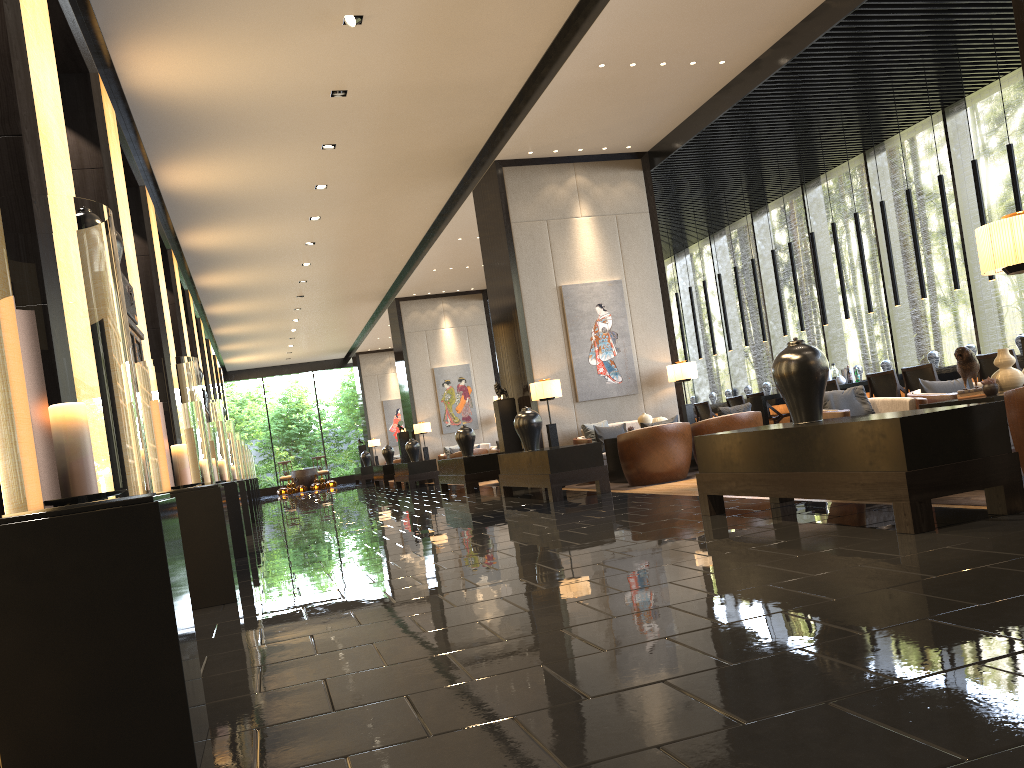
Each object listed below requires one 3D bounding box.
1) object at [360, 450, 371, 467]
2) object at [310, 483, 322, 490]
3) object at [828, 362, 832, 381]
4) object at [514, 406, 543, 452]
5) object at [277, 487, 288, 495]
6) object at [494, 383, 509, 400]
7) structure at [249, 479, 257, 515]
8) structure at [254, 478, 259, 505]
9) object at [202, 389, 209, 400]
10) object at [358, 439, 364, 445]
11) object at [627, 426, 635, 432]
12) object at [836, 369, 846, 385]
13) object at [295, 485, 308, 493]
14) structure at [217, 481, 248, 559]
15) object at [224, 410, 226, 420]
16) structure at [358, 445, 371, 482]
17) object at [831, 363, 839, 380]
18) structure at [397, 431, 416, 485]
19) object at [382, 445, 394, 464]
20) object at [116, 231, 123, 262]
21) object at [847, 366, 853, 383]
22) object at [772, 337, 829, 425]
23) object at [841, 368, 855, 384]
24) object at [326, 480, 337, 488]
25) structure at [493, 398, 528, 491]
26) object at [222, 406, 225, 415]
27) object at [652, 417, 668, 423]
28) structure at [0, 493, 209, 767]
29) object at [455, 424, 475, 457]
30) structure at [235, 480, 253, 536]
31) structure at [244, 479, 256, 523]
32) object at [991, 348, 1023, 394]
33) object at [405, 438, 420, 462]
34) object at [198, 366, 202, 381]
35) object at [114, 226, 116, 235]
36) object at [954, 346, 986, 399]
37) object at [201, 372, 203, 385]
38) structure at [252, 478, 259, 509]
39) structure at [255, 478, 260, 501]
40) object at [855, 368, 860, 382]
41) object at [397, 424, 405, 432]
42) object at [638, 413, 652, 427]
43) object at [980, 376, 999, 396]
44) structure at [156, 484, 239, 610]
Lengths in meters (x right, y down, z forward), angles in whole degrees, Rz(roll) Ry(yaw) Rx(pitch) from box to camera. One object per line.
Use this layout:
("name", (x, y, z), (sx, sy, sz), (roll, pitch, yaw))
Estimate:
("object", (-4.468, 2.273, 27.070), (0.311, 0.492, 0.311), (-8, -1, 3))
("object", (-6.280, 3.277, 28.341), (0.369, 0.229, 0.371), (-8, -3, -13))
("object", (4.308, -0.139, 12.100), (0.112, 0.344, 0.113), (-8, -1, -21))
("object", (0.185, 0.484, 9.635), (0.311, 0.492, 0.311), (-8, -1, 3))
("object", (-7.403, 3.461, 28.621), (0.370, 0.229, 0.370), (-8, -3, 2))
("object", (-0.146, 0.088, 11.664), (0.176, 0.246, 0.116), (-8, -1, -16))
("structure", (-4.944, 2.099, 16.297), (0.401, 0.657, 0.403), (-8, -1, -16))
("structure", (-6.516, 2.689, 21.951), (0.401, 0.657, 0.403), (-8, -1, -16))
("object", (-5.273, 0.290, 14.834), (0.364, 0.315, 0.608), (-8, -3, -16))
("object", (-4.949, 1.888, 28.929), (0.176, 0.246, 0.116), (-8, -1, -11))
("object", (1.384, 0.541, 10.274), (0.091, 0.112, 0.091), (-10, -2, 36))
("object", (4.445, -0.101, 12.008), (0.135, 0.217, 0.136), (-8, -1, -29))
("object", (-6.717, 3.334, 28.212), (0.370, 0.229, 0.370), (-9, -3, 7))
("structure", (-2.586, 1.215, 7.818), (0.401, 0.657, 0.403), (-8, -1, -16))
("object", (-7.749, 0.793, 23.490), (0.310, 0.492, 0.313), (-8, -1, -35))
("structure", (-4.824, 2.604, 28.934), (0.239, 1.217, 0.241), (-8, 0, -16))
("object", (4.441, -0.134, 12.182), (0.128, 0.305, 0.129), (-8, -1, -30))
("structure", (-2.419, 1.702, 20.287), (0.239, 1.217, 0.241), (-8, 0, -16))
("object", (-3.081, 1.753, 22.082), (0.311, 0.492, 0.311), (-8, -1, 3))
("object", (-3.039, -0.973, 6.556), (0.310, 0.492, 0.313), (-8, -1, -35))
("object", (4.591, -0.130, 12.054), (0.066, 0.237, 0.067), (-8, -1, -22))
("object", (1.654, -0.022, 5.056), (0.310, 0.492, 0.313), (-8, -1, -27))
("object", (4.620, -0.117, 12.177), (0.168, 0.219, 0.169), (-8, -2, -21))
("object", (-5.929, 3.268, 29.021), (0.368, 0.229, 0.371), (-6, -4, -43))
("structure", (-0.021, 0.803, 11.663), (0.239, 1.217, 0.241), (-8, 0, -16))
("object", (-7.660, 0.759, 23.170), (0.310, 0.492, 0.313), (-7, -2, -42))
("object", (1.720, 0.470, 10.336), (0.245, 0.168, 0.246), (-8, -3, -13))
("structure", (-1.026, 0.631, 2.209), (0.401, 0.657, 0.403), (-8, -1, -16))
("object", (-0.705, 0.863, 13.540), (0.310, 0.492, 0.313), (-8, -1, -35))
("structure", (-3.372, 1.510, 10.644), (0.401, 0.657, 0.403), (-8, -1, -16))
("structure", (-4.158, 1.805, 13.471), (0.401, 0.657, 0.403), (-8, -1, -16))
("object", (2.870, -0.077, 5.143), (0.174, 0.257, 0.174), (-9, -1, 4))
("object", (-2.050, 1.366, 18.374), (0.311, 0.492, 0.311), (-8, -1, 3))
("object", (-5.299, -0.126, 14.681), (0.313, 0.492, 0.310), (-9, -2, 40))
("object", (-2.950, -1.006, 6.236), (0.310, 0.492, 0.312), (-8, -1, -20))
("object", (2.712, -0.073, 5.244), (0.174, 0.309, 0.228), (-9, -2, 30))
("object", (-5.388, -0.092, 15.001), (0.310, 0.492, 0.313), (-8, -1, -35))
("structure", (-5.730, 2.394, 19.124), (0.401, 0.657, 0.403), (-8, -1, -16))
("structure", (-7.303, 2.983, 24.777), (0.401, 0.657, 0.403), (-8, -1, -16))
("object", (4.695, -0.125, 12.042), (0.056, 0.197, 0.056), (-8, 0, -14))
("object", (-2.549, 1.002, 20.295), (0.161, 0.217, 0.102), (-8, -1, -28))
("object", (1.542, 0.452, 10.228), (0.171, 0.236, 0.171), (-9, -1, 19))
("object", (2.761, 0.011, 5.111), (0.091, 0.112, 0.091), (-10, -2, 36))
("structure", (-1.812, 0.925, 5.036), (0.401, 0.657, 0.403), (-8, -1, -16))
